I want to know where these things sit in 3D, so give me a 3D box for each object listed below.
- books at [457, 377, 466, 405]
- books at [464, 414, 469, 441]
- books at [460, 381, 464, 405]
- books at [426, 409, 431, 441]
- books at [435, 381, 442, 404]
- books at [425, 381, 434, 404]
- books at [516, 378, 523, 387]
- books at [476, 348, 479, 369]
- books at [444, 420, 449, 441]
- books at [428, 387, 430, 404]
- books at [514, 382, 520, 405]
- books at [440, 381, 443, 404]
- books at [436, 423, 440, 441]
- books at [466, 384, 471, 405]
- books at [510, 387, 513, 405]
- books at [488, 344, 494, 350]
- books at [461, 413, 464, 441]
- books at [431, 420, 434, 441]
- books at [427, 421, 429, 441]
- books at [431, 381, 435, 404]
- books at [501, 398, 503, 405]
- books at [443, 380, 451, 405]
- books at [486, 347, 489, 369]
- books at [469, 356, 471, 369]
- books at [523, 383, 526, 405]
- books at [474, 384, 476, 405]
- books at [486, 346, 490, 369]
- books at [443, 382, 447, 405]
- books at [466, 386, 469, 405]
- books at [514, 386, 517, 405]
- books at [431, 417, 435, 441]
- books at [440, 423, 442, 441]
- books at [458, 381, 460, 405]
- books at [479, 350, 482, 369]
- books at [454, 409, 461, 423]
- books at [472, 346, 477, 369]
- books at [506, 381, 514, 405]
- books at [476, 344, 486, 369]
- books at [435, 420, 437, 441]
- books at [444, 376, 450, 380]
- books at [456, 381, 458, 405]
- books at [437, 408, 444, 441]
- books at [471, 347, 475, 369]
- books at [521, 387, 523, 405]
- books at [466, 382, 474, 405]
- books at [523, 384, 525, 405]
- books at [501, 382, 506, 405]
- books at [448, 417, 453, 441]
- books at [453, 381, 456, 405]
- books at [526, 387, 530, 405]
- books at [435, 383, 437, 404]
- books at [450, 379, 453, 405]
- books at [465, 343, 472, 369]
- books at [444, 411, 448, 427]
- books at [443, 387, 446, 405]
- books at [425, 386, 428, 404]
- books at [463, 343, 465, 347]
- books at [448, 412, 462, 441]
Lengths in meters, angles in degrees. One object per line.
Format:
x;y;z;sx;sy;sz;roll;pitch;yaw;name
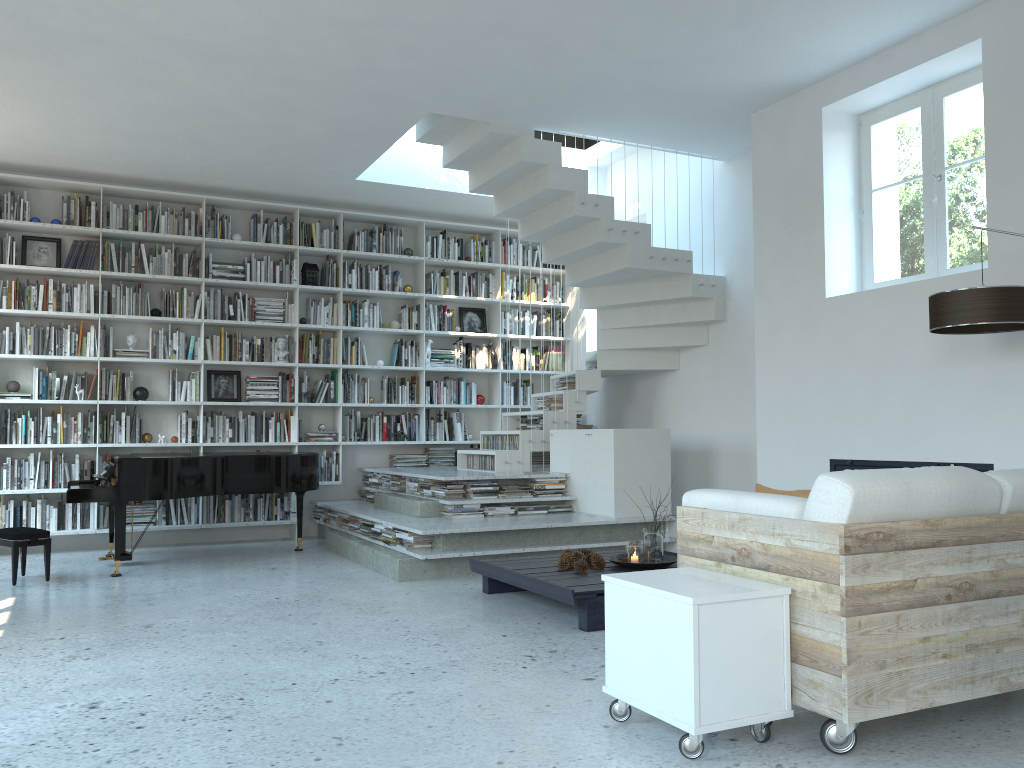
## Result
-0.526;0.077;9.185;0.026;0.290;0.181;1;-3;-26;books
-0.503;0.452;9.196;0.062;0.274;0.148;1;-3;-26;books
-0.547;0.099;9.169;0.023;0.243;0.190;1;-3;-26;books
-0.858;0.418;9.037;0.013;0.327;0.130;1;-3;-26;books
-0.773;0.093;9.059;0.045;0.246;0.185;1;-3;-26;books
-0.847;0.093;9.030;0.047;0.244;0.177;1;-3;-26;books
0.083;0.089;9.507;0.013;0.297;0.141;1;-3;-26;books
-0.385;-0.257;9.303;0.028;0.235;0.129;1;-3;-26;books
-0.703;0.475;9.089;0.052;0.217;0.184;1;-3;-26;books
-0.872;0.122;9.020;0.022;0.184;0.162;1;-3;-26;books
0.041;0.110;9.453;0.027;0.248;0.184;1;-3;-26;books
-0.748;0.098;9.088;0.026;0.239;0.177;1;-3;-26;books
-0.779;0.489;9.063;0.030;0.187;0.140;1;-3;-26;books
-0.471;0.115;9.232;0.037;0.218;0.139;1;-3;-26;books
-0.035;0.133;9.431;0.029;0.201;0.172;1;-3;-26;books
-0.215;-0.278;9.389;0.029;0.283;0.138;1;-3;-26;books
-0.538;0.444;9.168;0.025;0.287;0.160;1;-3;-26;books
-0.837;0.474;9.033;0.023;0.214;0.163;1;-3;-26;books
-0.879;0.474;9.025;0.033;0.213;0.140;1;-3;-26;books
-0.820;0.092;9.056;0.024;0.247;0.143;1;-3;-26;books
-0.166;0.094;9.381;0.085;0.278;0.159;1;-3;-26;books
-0.678;0.090;9.095;0.028;0.255;0.191;1;-3;-26;books
-0.300;-0.259;9.313;0.041;0.239;0.176;1;-3;-26;books
-0.460;-0.280;9.272;0.010;0.278;0.129;1;-3;-26;books
0.109;0.117;9.529;0.027;0.242;0.131;1;-3;-26;books
-0.417;0.113;9.250;0.027;0.223;0.170;1;-3;-26;books
-0.277;-0.266;9.341;0.024;0.254;0.145;1;-3;-26;books
-0.706;0.104;9.106;0.012;0.229;0.179;1;-3;-26;books
-0.494;0.122;9.203;0.030;0.200;0.189;1;-3;-26;books
0.005;0.131;9.464;0.025;0.208;0.149;1;-3;-26;books
-0.816;0.459;9.032;0.015;0.243;0.156;1;-3;-26;books
-0.751;0.490;9.069;0.024;0.185;0.149;1;-3;-26;books
-0.574;0.095;9.184;0.012;0.254;0.161;1;-3;-26;books
-0.358;-0.246;9.308;0.025;0.213;0.155;1;-3;-26;books
-0.564;0.425;9.180;0.012;0.326;0.136;1;-3;-26;books
-0.412;-0.265;9.291;0.031;0.250;0.133;1;-3;-26;books
-0.020;0.102;9.461;0.024;0.267;0.133;1;-3;-26;books
-0.326;-0.276;9.298;0.021;0.271;0.191;1;-3;-26;books
-0.803;0.477;9.050;0.025;0.210;0.137;1;-3;-26;books
-0.669;0.069;9.125;0.013;0.299;0.147;1;-3;-26;books
-0.597;0.095;9.144;0.014;0.249;0.177;1;-3;-26;books
-0.733;0.416;9.078;0.014;0.333;0.169;1;-3;-26;books
-0.432;-0.263;9.261;0.031;0.242;0.147;1;-3;-26;books
0.065;0.136;9.496;0.027;0.200;0.164;1;-3;-26;books
-0.439;0.107;9.238;0.025;0.235;0.181;1;-3;-26;books
0.098;0.122;9.506;0.014;0.230;0.172;1;-3;-26;books
-0.110;0.106;9.391;0.024;0.252;0.175;1;-3;-26;books
-0.658;0.465;9.116;0.031;0.239;0.171;1;-3;-26;books
-0.624;0.097;9.153;0.026;0.246;0.166;1;-3;-26;books
0.143;0.135;9.514;0.021;0.205;0.174;1;-3;-26;books
-0.799;0.104;9.052;0.011;0.223;0.163;1;-3;-26;books
-0.650;0.087;9.114;0.012;0.262;0.186;1;-3;-26;books
-0.479;-0.284;9.232;0.059;0.282;0.167;1;-3;-26;books
-0.685;0.433;9.124;0.010;0.304;0.131;1;-3;-26;books
-0.719;0.126;9.088;0.027;0.181;0.186;1;-3;-26;books
-0.893;0.121;9.012;0.023;0.186;0.159;1;-3;-26;books
-0.518;-0.284;9.228;0.013;0.280;0.131;1;-3;-26;books
-0.592;0.438;9.102;0.075;0.291;0.255;1;-3;-26;books
